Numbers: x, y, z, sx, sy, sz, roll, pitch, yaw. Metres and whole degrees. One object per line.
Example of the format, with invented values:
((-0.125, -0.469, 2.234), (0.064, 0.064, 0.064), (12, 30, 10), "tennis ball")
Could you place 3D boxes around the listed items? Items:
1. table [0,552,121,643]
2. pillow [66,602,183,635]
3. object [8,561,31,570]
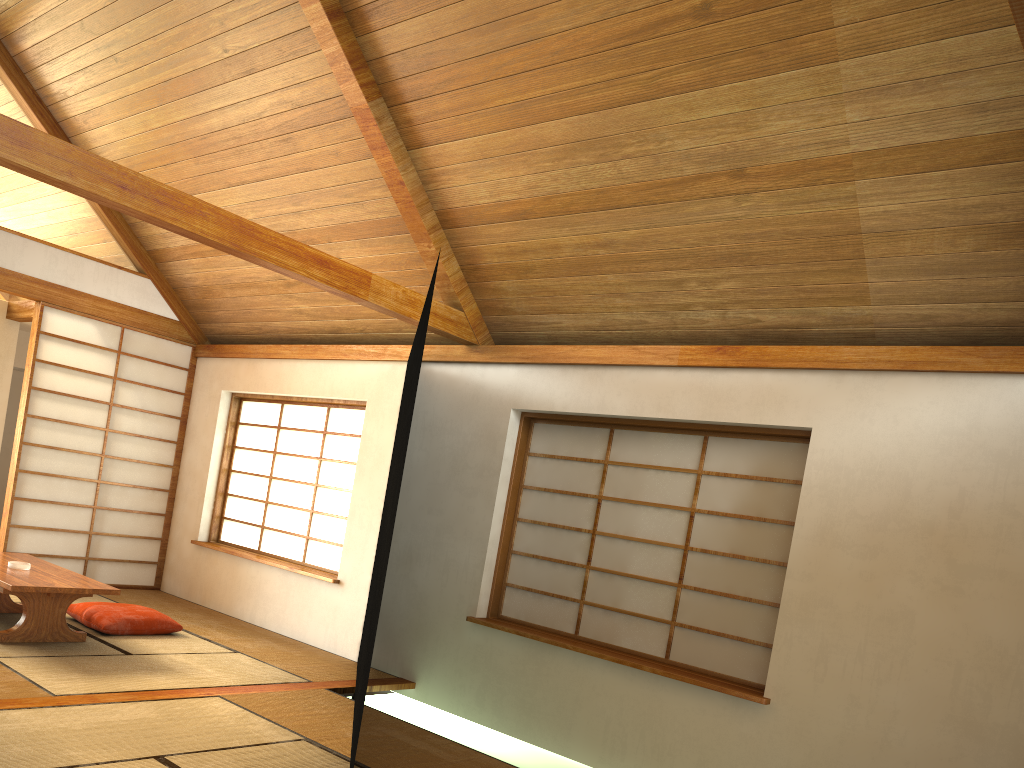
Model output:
((-2.816, 1.208, 4.968), (1.275, 0.335, 0.571), (3, -9, 40), "table")
((-2.443, 1.455, 5.479), (0.595, 0.131, 0.529), (3, -10, 39), "pillow")
((-2.778, 1.023, 4.936), (0.122, 0.030, 0.117), (8, -8, 14), "object")
